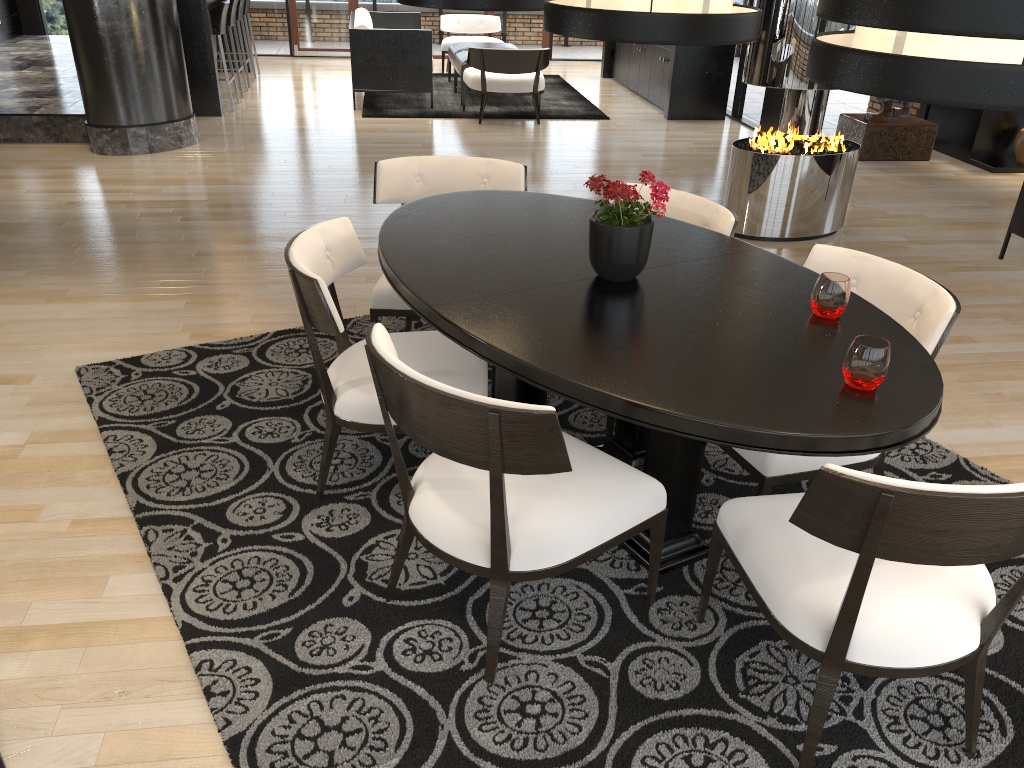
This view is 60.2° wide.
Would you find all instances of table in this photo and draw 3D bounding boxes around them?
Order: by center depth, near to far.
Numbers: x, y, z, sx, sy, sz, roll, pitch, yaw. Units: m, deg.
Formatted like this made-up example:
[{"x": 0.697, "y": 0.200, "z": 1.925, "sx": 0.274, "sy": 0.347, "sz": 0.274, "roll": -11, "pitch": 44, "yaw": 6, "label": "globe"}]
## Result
[{"x": 0.287, "y": 0.023, "z": 2.809, "sx": 1.198, "sy": 0.801, "sz": 2.039, "roll": -13, "pitch": 31, "yaw": -26, "label": "table"}]

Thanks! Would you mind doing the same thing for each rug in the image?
[{"x": 0.295, "y": 0.393, "z": 2.955, "sx": 2.690, "sy": 0.011, "sz": 3.609, "roll": -14, "pitch": 31, "yaw": -28, "label": "rug"}, {"x": -0.428, "y": -3.327, "z": 10.111, "sx": 2.480, "sy": 0.012, "sz": 2.912, "roll": -2, "pitch": 28, "yaw": -7, "label": "rug"}]

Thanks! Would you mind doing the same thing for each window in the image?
[{"x": 1.420, "y": -4.019, "z": 6.148, "sx": 10.075, "sy": 4.989, "sz": 15.327, "roll": -9, "pitch": 30, "yaw": -20, "label": "window"}]

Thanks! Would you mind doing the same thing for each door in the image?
[{"x": -2.583, "y": -5.504, "z": 11.888, "sx": 0.897, "sy": 2.075, "sz": 0.091, "roll": -2, "pitch": 30, "yaw": -8, "label": "door"}, {"x": 0.114, "y": -5.601, "z": 12.262, "sx": 0.897, "sy": 2.075, "sz": 0.091, "roll": -2, "pitch": 30, "yaw": -8, "label": "door"}]

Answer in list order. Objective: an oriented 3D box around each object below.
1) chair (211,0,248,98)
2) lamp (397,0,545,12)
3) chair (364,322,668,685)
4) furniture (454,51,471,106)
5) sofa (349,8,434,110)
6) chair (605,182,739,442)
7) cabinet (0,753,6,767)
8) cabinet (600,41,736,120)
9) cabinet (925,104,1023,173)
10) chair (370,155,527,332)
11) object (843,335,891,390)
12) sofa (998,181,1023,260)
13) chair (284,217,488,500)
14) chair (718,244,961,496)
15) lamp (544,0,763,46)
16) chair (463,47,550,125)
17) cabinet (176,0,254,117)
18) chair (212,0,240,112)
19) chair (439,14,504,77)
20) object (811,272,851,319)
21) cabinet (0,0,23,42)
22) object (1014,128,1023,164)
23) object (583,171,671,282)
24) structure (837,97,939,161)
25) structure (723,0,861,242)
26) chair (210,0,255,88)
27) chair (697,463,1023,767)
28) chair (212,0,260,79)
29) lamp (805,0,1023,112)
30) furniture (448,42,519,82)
[{"x": -3.093, "y": -3.573, "z": 9.328, "sx": 0.519, "sy": 1.003, "sz": 0.457, "roll": -3, "pitch": 30, "yaw": -8, "label": "chair"}, {"x": -0.086, "y": -1.839, "z": 2.541, "sx": 0.530, "sy": 1.383, "sz": 0.519, "roll": -15, "pitch": 34, "yaw": -28, "label": "lamp"}, {"x": -0.015, "y": 0.259, "z": 2.291, "sx": 0.604, "sy": 0.839, "sz": 0.629, "roll": -25, "pitch": 39, "yaw": -39, "label": "chair"}, {"x": -0.181, "y": -3.335, "z": 9.607, "sx": 0.827, "sy": 0.503, "sz": 0.795, "roll": -2, "pitch": 28, "yaw": -8, "label": "furniture"}, {"x": -1.333, "y": -3.618, "z": 9.713, "sx": 0.837, "sy": 0.837, "sz": 1.951, "roll": -3, "pitch": 28, "yaw": -8, "label": "sofa"}, {"x": 0.440, "y": -0.278, "z": 3.363, "sx": 0.607, "sy": 0.839, "sz": 0.626, "roll": -19, "pitch": 35, "yaw": -33, "label": "chair"}, {"x": -1.682, "y": 0.325, "z": 2.092, "sx": 0.604, "sy": 0.798, "sz": 2.169, "roll": -15, "pitch": 32, "yaw": -28, "label": "cabinet"}, {"x": 1.700, "y": -3.728, "z": 10.208, "sx": 0.621, "sy": 0.771, "sz": 2.918, "roll": -3, "pitch": 28, "yaw": -8, "label": "cabinet"}, {"x": 5.301, "y": -3.300, "z": 7.361, "sx": 2.661, "sy": 2.854, "sz": 1.138, "roll": -2, "pitch": 30, "yaw": -7, "label": "cabinet"}, {"x": -0.260, "y": -0.478, "z": 3.701, "sx": 0.643, "sy": 0.839, "sz": 0.591, "roll": 1, "pitch": 29, "yaw": -2, "label": "chair"}, {"x": 0.797, "y": -0.046, "z": 1.985, "sx": 0.094, "sy": 0.110, "sz": 0.092, "roll": 14, "pitch": 31, "yaw": 21, "label": "object"}, {"x": 3.544, "y": -0.697, "z": 4.391, "sx": 0.837, "sy": 0.837, "sz": 1.951, "roll": -3, "pitch": 28, "yaw": -8, "label": "sofa"}, {"x": -0.386, "y": -0.062, "z": 2.889, "sx": 0.616, "sy": 0.839, "sz": 0.616, "roll": 0, "pitch": 29, "yaw": -3, "label": "chair"}, {"x": 0.906, "y": 0.056, "z": 2.749, "sx": 0.613, "sy": 0.839, "sz": 0.619, "roll": -9, "pitch": 31, "yaw": -19, "label": "chair"}, {"x": 0.367, "y": -1.485, "z": 1.886, "sx": 0.530, "sy": 1.383, "sz": 0.519, "roll": -15, "pitch": 34, "yaw": -28, "label": "lamp"}, {"x": -0.051, "y": -2.956, "z": 8.668, "sx": 0.804, "sy": 0.703, "sz": 0.657, "roll": -2, "pitch": 29, "yaw": -8, "label": "chair"}, {"x": -3.585, "y": -3.706, "z": 9.462, "sx": 1.179, "sy": 1.081, "sz": 2.991, "roll": -3, "pitch": 28, "yaw": -8, "label": "cabinet"}, {"x": -2.981, "y": -3.227, "z": 8.665, "sx": 0.519, "sy": 1.003, "sz": 0.457, "roll": -3, "pitch": 30, "yaw": -8, "label": "chair"}, {"x": -0.518, "y": -4.301, "z": 11.241, "sx": 0.804, "sy": 0.703, "sz": 0.657, "roll": -2, "pitch": 29, "yaw": -8, "label": "chair"}, {"x": 0.849, "y": -0.235, "z": 2.354, "sx": 0.095, "sy": 0.110, "sz": 0.092, "roll": -8, "pitch": 30, "yaw": -18, "label": "object"}, {"x": -6.394, "y": -4.506, "z": 8.652, "sx": 0.728, "sy": 2.629, "sz": 5.500, "roll": -3, "pitch": 28, "yaw": -8, "label": "cabinet"}, {"x": 4.398, "y": -2.122, "z": 7.465, "sx": 0.221, "sy": 0.514, "sz": 0.215, "roll": 11, "pitch": 31, "yaw": 15, "label": "object"}, {"x": 0.320, "y": -0.457, "z": 2.533, "sx": 0.227, "sy": 0.310, "sz": 0.230, "roll": -13, "pitch": 33, "yaw": -25, "label": "object"}, {"x": 3.356, "y": -2.776, "z": 7.518, "sx": 0.731, "sy": 1.659, "sz": 0.496, "roll": -3, "pitch": 30, "yaw": -8, "label": "structure"}, {"x": 1.812, "y": -2.257, "z": 5.098, "sx": 0.888, "sy": 2.854, "sz": 0.565, "roll": -9, "pitch": 32, "yaw": -18, "label": "structure"}, {"x": -3.193, "y": -3.881, "z": 9.917, "sx": 0.519, "sy": 1.003, "sz": 0.457, "roll": -3, "pitch": 30, "yaw": -8, "label": "chair"}, {"x": 0.841, "y": 0.422, "z": 2.036, "sx": 0.642, "sy": 0.839, "sz": 0.591, "roll": -3, "pitch": 30, "yaw": -9, "label": "chair"}, {"x": -3.289, "y": -4.177, "z": 10.485, "sx": 0.519, "sy": 1.003, "sz": 0.457, "roll": -3, "pitch": 30, "yaw": -8, "label": "chair"}, {"x": 0.820, "y": -1.131, "z": 1.232, "sx": 0.530, "sy": 1.383, "sz": 0.519, "roll": -15, "pitch": 34, "yaw": -28, "label": "lamp"}, {"x": -0.302, "y": -3.709, "z": 10.324, "sx": 0.827, "sy": 0.503, "sz": 0.795, "roll": -2, "pitch": 28, "yaw": -8, "label": "furniture"}]
